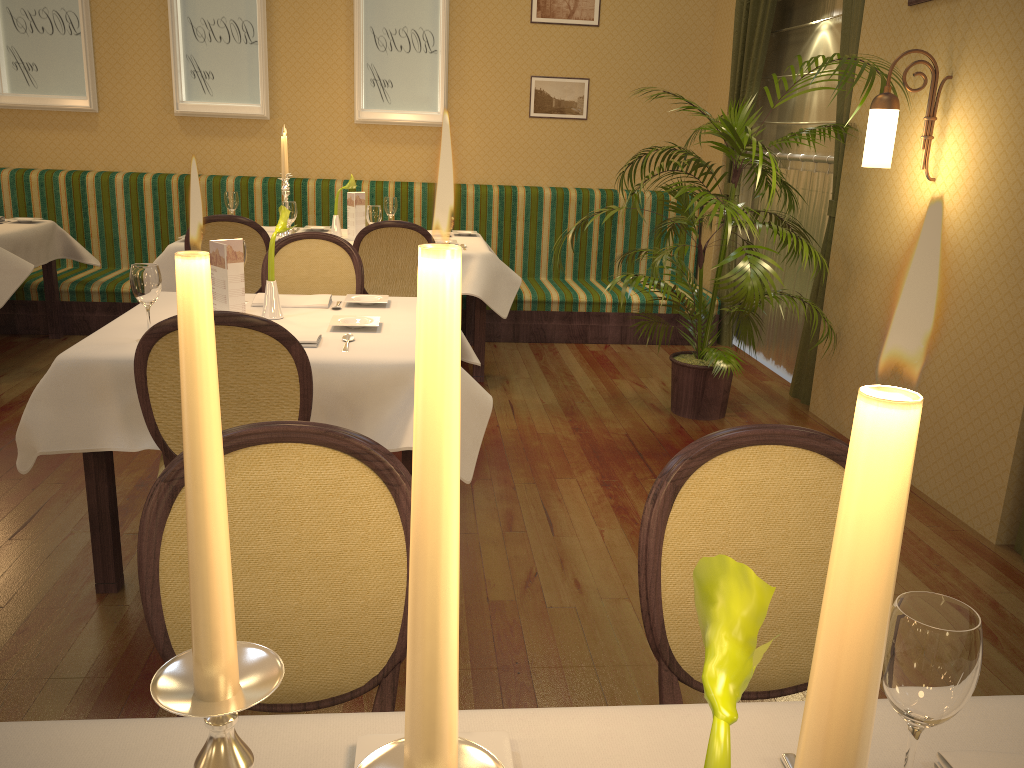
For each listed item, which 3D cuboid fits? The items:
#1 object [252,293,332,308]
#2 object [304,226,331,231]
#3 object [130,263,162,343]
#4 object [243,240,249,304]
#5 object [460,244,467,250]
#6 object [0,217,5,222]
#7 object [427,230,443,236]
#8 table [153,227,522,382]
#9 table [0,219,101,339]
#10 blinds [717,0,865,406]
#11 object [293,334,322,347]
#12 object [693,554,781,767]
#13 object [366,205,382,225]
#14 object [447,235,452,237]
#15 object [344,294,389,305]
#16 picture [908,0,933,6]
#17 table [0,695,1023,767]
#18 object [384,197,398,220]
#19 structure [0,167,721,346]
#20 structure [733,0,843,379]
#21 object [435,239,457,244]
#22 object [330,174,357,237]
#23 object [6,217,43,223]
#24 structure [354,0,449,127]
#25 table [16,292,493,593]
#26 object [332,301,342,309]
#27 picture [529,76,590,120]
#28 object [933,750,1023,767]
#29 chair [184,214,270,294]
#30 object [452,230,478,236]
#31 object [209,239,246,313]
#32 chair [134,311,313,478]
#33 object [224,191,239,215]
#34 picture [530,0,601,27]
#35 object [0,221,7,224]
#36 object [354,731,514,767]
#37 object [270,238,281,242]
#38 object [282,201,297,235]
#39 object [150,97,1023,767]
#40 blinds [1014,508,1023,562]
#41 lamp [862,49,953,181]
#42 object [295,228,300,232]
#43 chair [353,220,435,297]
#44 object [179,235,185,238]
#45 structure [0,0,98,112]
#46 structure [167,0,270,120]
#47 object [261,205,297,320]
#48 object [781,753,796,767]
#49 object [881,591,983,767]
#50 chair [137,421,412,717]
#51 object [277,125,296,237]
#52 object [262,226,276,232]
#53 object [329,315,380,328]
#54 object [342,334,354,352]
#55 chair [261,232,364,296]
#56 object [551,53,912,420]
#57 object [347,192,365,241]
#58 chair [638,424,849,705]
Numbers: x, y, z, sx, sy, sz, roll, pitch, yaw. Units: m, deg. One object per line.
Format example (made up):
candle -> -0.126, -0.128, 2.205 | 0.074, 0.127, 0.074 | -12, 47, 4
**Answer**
object -> -0.813, -0.309, 3.291 | 0.273, 0.033, 0.142 | 1, 16, -6
object -> -1.239, -0.986, 5.645 | 0.160, 0.024, 0.160 | 1, 16, -6
object -> -1.081, -0.239, 2.631 | 0.088, 0.229, 0.088 | 16, 21, 40
object -> -1.014, -0.412, 3.253 | 0.088, 0.229, 0.088 | 16, 21, 40
object -> -0.278, -0.785, 5.088 | 0.038, 0.015, 0.181 | 1, 16, -5
object -> -3.254, -0.999, 5.383 | 0.273, 0.033, 0.142 | 1, 16, -6
object -> -0.570, -0.968, 5.669 | 0.273, 0.033, 0.142 | 1, 16, -6
table -> -1.021, -0.506, 5.399 | 2.152, 0.759, 1.385 | 1, 16, -6
table -> -3.705, -0.537, 5.114 | 2.152, 0.759, 1.385 | 1, 16, -6
blinds -> 1.688, -2.287, 5.154 | 0.225, 4.537, 1.934 | 0, 16, -7
object -> -0.728, -0.139, 2.713 | 0.273, 0.024, 0.142 | 1, 16, -6
object -> 0.129, 0.309, 0.590 | 0.076, 0.375, 0.163 | 7, 16, 15
object -> -0.772, -0.881, 4.959 | 0.088, 0.229, 0.088 | 16, 21, 40
object -> -0.403, -0.955, 5.673 | 0.038, 0.015, 0.181 | 1, 16, -5
object -> -0.549, -0.312, 3.350 | 0.160, 0.024, 0.160 | 1, 16, -6
picture -> 1.779, -1.907, 3.629 | 0.022, 0.619, 0.412 | 1, 16, -6
table -> 0.142, 0.885, 0.625 | 2.152, 0.759, 1.385 | 1, 16, -6
object -> -0.771, -1.070, 5.631 | 0.088, 0.229, 0.088 | 16, 21, 40
structure -> -5.774, -0.958, 5.827 | 14.516, 1.031, 0.850 | 1, 16, -6
structure -> 1.801, -2.274, 5.170 | 0.123, 4.511, 1.942 | 1, 16, -6
object -> -0.403, -0.827, 5.204 | 0.160, 0.024, 0.160 | 1, 16, -6
object -> -1.020, -1.078, 5.355 | 0.163, 0.375, 0.076 | -3, 17, -19
object -> -2.989, -1.001, 5.441 | 0.160, 0.024, 0.160 | 1, 16, -6
structure -> -0.754, -3.333, 6.100 | 0.670, 2.985, 0.200 | 1, 16, -6
table -> -0.786, 0.154, 3.086 | 1.395, 0.759, 1.389 | 1, 16, -5
object -> -0.646, -0.297, 3.296 | 0.038, 0.015, 0.181 | 1, 16, -5
picture -> 0.349, -2.111, 6.545 | 0.437, 0.294, 0.008 | 1, 16, -6
object -> 0.593, 0.423, 0.895 | 0.273, 0.033, 0.142 | 1, 16, -6
chair -> -1.489, -0.461, 4.816 | 0.530, 0.955, 0.571 | 1, 16, -6
object -> -0.305, -0.970, 5.727 | 0.160, 0.024, 0.160 | 1, 16, -6
object -> -0.934, -0.325, 2.877 | 0.081, 0.277, 0.166 | 2, 16, 0
chair -> -0.774, 0.209, 2.540 | 0.530, 0.955, 0.571 | 1, 16, -6
object -> -1.747, -1.083, 5.531 | 0.088, 0.229, 0.088 | 16, 21, 40
picture -> 0.388, -2.737, 6.370 | 0.504, 0.294, 0.008 | 1, 16, -6
object -> -3.087, -0.986, 5.388 | 0.038, 0.015, 0.181 | 1, 16, -5
object -> -0.076, 0.405, 0.871 | 0.160, 0.024, 0.160 | 1, 16, -6
object -> -1.438, -0.804, 4.960 | 0.273, 0.033, 0.142 | 1, 16, -6
object -> -1.247, -0.905, 4.975 | 0.088, 0.229, 0.088 | 16, 21, 40
object -> -0.037, 0.215, 0.398 | 0.131, 0.655, 0.390 | -11, 20, -39
blinds -> 2.024, -1.329, 1.796 | 0.129, 4.537, 1.878 | 1, 16, -6
lamp -> 1.614, -1.101, 3.641 | 0.323, 0.513, 0.114 | -2, 16, -16
object -> -1.359, -0.969, 5.590 | 0.017, 0.010, 0.185 | 1, 16, -5
chair -> -0.648, -0.442, 4.873 | 0.530, 0.955, 0.571 | 1, 16, -6
object -> -1.757, -0.807, 4.932 | 0.160, 0.024, 0.160 | 1, 16, -6
structure -> -3.206, -3.362, 5.840 | 0.687, 2.985, 0.200 | 1, 16, -6
structure -> -2.016, -3.348, 5.966 | 0.661, 2.985, 0.200 | 1, 16, -6
object -> -0.803, -0.418, 3.037 | 0.076, 0.375, 0.163 | 7, 16, 15
object -> 0.305, 0.427, 0.870 | 0.017, 0.010, 0.185 | 1, 16, -5
object -> 0.392, 0.321, 0.857 | 0.088, 0.229, 0.088 | 16, 21, 40
chair -> -0.328, 0.592, 1.243 | 0.530, 0.955, 0.571 | 1, 16, -6
object -> -1.339, -1.202, 5.243 | 0.131, 0.655, 0.390 | 2, 16, -1
object -> -1.530, -0.969, 5.531 | 0.273, 0.033, 0.142 | 1, 16, -6
object -> -0.522, -0.200, 2.956 | 0.160, 0.024, 0.160 | 1, 16, -6
object -> -0.507, -0.127, 2.712 | 0.038, 0.015, 0.181 | 1, 16, -5
chair -> -0.846, -0.130, 3.734 | 0.530, 0.955, 0.571 | 1, 16, -6
object -> 1.061, -0.684, 4.440 | 1.552, 1.807, 1.496 | -5, 17, -25
object -> -0.938, -0.996, 5.262 | 0.081, 0.277, 0.166 | 5, 16, 10
chair -> 0.440, 0.601, 1.325 | 0.530, 0.955, 0.571 | 1, 16, -6
